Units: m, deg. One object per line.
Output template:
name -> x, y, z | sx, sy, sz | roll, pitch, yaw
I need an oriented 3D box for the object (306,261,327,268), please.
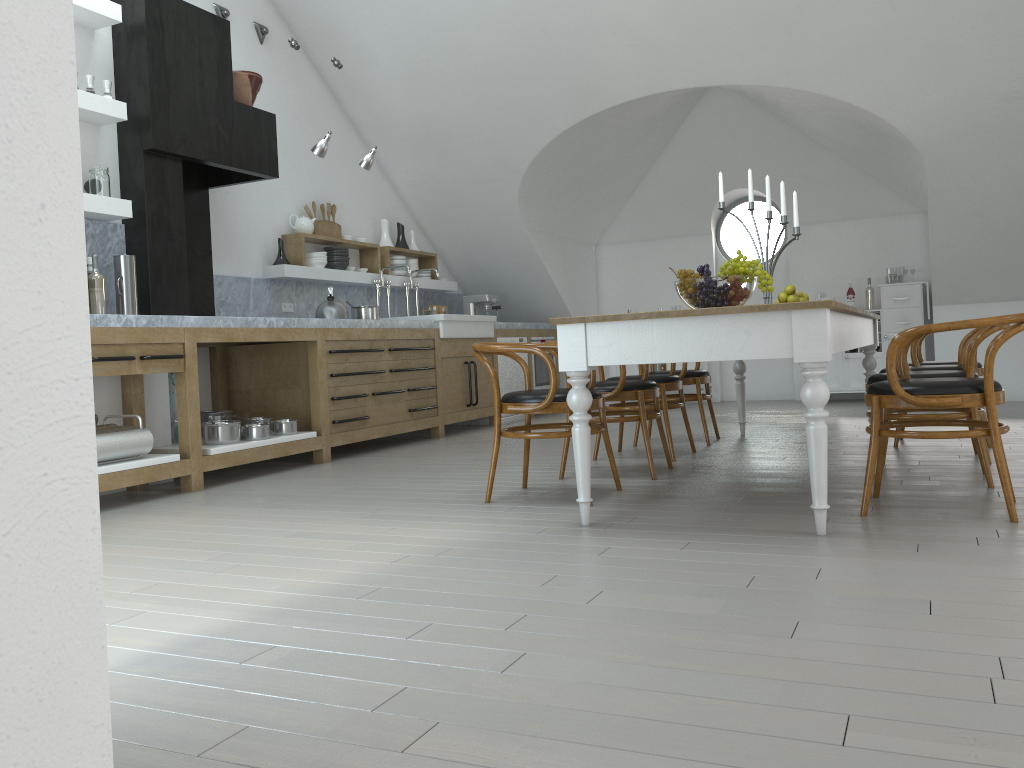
object -> -1.594, -0.964, 7.217 | 0.181, 0.063, 0.181 | -5, 3, -42

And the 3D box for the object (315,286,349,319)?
object -> -1.338, -0.592, 6.565 | 0.246, 0.267, 0.246 | -2, 1, 35

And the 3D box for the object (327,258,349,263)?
object -> -1.476, -1.010, 7.473 | 0.205, 0.086, 0.205 | -4, 2, -27

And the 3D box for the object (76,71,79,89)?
object -> -2.321, -1.594, 4.694 | 0.064, 0.124, 0.068 | -3, 1, 19

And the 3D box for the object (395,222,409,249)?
object -> -1.056, -1.404, 8.438 | 0.156, 0.268, 0.156 | -2, 1, 30

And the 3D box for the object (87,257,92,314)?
object -> -2.228, -0.507, 4.695 | 0.081, 0.329, 0.081 | -3, 1, -38

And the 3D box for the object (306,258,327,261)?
object -> -1.596, -0.986, 7.216 | 0.181, 0.065, 0.181 | -4, 2, -27

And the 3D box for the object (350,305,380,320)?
object -> -1.136, -0.553, 7.002 | 0.232, 0.170, 0.394 | -3, 2, 5

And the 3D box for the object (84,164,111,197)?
object -> -2.246, -1.092, 4.811 | 0.103, 0.178, 0.207 | -4, 2, -43

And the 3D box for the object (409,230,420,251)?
object -> -0.968, -1.392, 8.646 | 0.156, 0.218, 0.156 | -3, 1, 7

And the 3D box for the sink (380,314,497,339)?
sink -> -0.674, -0.494, 7.916 | 0.727, 0.202, 1.022 | -2, 2, 25

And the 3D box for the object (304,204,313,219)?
object -> -1.633, -1.341, 7.277 | 0.016, 0.259, 0.199 | -3, 1, 36

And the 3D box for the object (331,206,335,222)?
object -> -1.513, -1.372, 7.541 | 0.030, 0.294, 0.057 | -3, 0, 25

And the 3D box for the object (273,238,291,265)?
object -> -1.787, -1.020, 6.861 | 0.156, 0.218, 0.156 | -3, 1, 7

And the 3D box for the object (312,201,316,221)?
object -> -1.621, -1.360, 7.311 | 0.027, 0.299, 0.055 | -3, 0, 25

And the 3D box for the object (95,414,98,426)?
object -> -2.219, 0.204, 4.419 | 0.104, 0.102, 0.292 | -2, 2, 23

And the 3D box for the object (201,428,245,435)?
object -> -1.835, 0.295, 5.596 | 0.508, 0.052, 0.263 | -3, 2, 2

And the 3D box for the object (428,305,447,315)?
object -> -0.744, -0.687, 8.938 | 0.104, 0.223, 0.200 | -3, 1, 25

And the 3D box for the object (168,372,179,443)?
object -> -2.098, 0.115, 5.579 | 0.231, 0.498, 0.231 | -3, 1, -23

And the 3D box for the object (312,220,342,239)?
object -> -1.557, -1.287, 7.415 | 0.084, 0.157, 0.354 | -2, 2, 25

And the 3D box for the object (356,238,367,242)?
object -> -1.333, -1.263, 7.852 | 0.098, 0.048, 0.098 | -2, 2, 23

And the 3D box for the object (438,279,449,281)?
object -> -0.744, -1.048, 9.053 | 0.213, 0.025, 0.213 | -2, 2, 13

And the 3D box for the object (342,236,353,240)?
object -> -1.424, -1.251, 7.658 | 0.098, 0.048, 0.098 | -2, 2, 23

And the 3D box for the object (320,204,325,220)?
object -> -1.569, -1.366, 7.419 | 0.040, 0.299, 0.061 | -3, 0, 23

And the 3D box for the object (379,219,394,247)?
object -> -1.170, -1.390, 8.202 | 0.156, 0.268, 0.156 | -3, 1, 14

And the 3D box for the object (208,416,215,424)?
object -> -1.719, 0.256, 5.229 | 0.051, 0.152, 0.190 | -3, 1, 25

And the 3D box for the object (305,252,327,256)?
object -> -1.596, -1.038, 7.220 | 0.181, 0.076, 0.181 | -4, 2, -27

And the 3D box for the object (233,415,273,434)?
object -> -1.699, 0.272, 5.872 | 0.182, 0.133, 0.308 | -4, 2, -40

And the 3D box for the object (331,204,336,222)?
object -> -1.512, -1.371, 7.500 | 0.039, 0.298, 0.068 | -3, 1, 25

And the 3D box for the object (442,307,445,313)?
object -> -0.694, -0.682, 8.953 | 0.040, 0.192, 0.042 | -3, 0, -15

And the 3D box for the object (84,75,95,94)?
object -> -2.273, -1.599, 4.774 | 0.064, 0.124, 0.068 | -3, 1, 19

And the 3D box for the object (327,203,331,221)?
object -> -1.537, -1.368, 7.441 | 0.019, 0.299, 0.057 | -3, 0, 25

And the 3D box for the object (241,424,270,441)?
object -> -1.613, 0.291, 5.446 | 0.260, 0.113, 0.154 | -2, 2, 15

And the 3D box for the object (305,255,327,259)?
object -> -1.596, -1.010, 7.219 | 0.181, 0.069, 0.181 | -1, 3, 43

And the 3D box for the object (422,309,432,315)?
object -> -0.827, -0.649, 8.732 | 0.100, 0.171, 0.173 | -2, 1, 27

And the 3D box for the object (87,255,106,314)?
object -> -2.160, -0.505, 4.608 | 0.085, 0.331, 0.085 | -3, 1, 34

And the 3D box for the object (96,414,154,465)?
object -> -2.171, 0.293, 4.487 | 0.429, 0.231, 0.528 | -2, 2, 23

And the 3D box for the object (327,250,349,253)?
object -> -1.480, -1.085, 7.479 | 0.205, 0.084, 0.205 | -4, 2, -37

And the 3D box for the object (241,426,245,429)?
object -> -1.712, 0.284, 5.618 | 0.041, 0.045, 0.247 | -2, 2, 24

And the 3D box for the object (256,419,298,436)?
object -> -1.504, 0.275, 5.728 | 0.260, 0.113, 0.154 | -2, 2, 25

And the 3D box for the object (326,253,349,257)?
object -> -1.477, -1.059, 7.475 | 0.205, 0.072, 0.206 | -2, 2, 13

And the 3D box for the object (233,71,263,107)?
object -> -1.830, -1.908, 5.855 | 0.366, 0.236, 0.348 | -1, 2, 43

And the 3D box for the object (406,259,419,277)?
object -> -0.970, -1.108, 8.499 | 0.158, 0.160, 0.154 | -4, 2, -37

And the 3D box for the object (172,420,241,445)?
object -> -1.801, 0.285, 5.303 | 0.378, 0.164, 0.223 | -2, 2, 15

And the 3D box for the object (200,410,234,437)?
object -> -2.098, 0.259, 5.939 | 0.456, 0.197, 0.268 | -4, 2, -30

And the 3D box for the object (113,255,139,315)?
object -> -2.107, -0.526, 4.812 | 0.114, 0.339, 0.164 | -3, 1, 28

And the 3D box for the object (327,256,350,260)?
object -> -1.471, -1.038, 7.473 | 0.205, 0.086, 0.205 | -4, 2, -22

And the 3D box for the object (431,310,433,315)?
object -> -0.783, -0.657, 8.737 | 0.019, 0.178, 0.044 | -3, 0, -10

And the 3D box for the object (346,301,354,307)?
object -> -1.202, -0.574, 6.944 | 0.235, 0.167, 0.051 | -2, 1, 20

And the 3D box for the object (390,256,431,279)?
object -> -0.992, -1.105, 8.509 | 0.197, 0.196, 0.657 | -2, 2, 25

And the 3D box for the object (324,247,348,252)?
object -> -1.484, -1.112, 7.478 | 0.205, 0.080, 0.206 | -2, 2, 28

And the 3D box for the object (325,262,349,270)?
object -> -1.474, -0.983, 7.473 | 0.205, 0.072, 0.206 | -2, 2, 13

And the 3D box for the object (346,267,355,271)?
object -> -1.404, -0.984, 7.674 | 0.098, 0.048, 0.098 | -2, 2, 23

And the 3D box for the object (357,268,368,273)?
object -> -1.323, -0.995, 7.848 | 0.098, 0.048, 0.098 | -2, 2, 23

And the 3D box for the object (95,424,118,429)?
object -> -2.149, 0.258, 4.427 | 0.101, 0.086, 0.363 | -2, 2, 23

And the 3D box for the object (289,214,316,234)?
object -> -1.681, -1.275, 7.131 | 0.174, 0.169, 0.168 | -3, 1, 9

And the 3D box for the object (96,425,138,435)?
object -> -2.066, 0.270, 4.420 | 0.092, 0.093, 0.437 | -2, 2, 23

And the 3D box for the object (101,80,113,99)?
object -> -2.226, -1.605, 4.875 | 0.064, 0.124, 0.068 | -3, 1, 19
